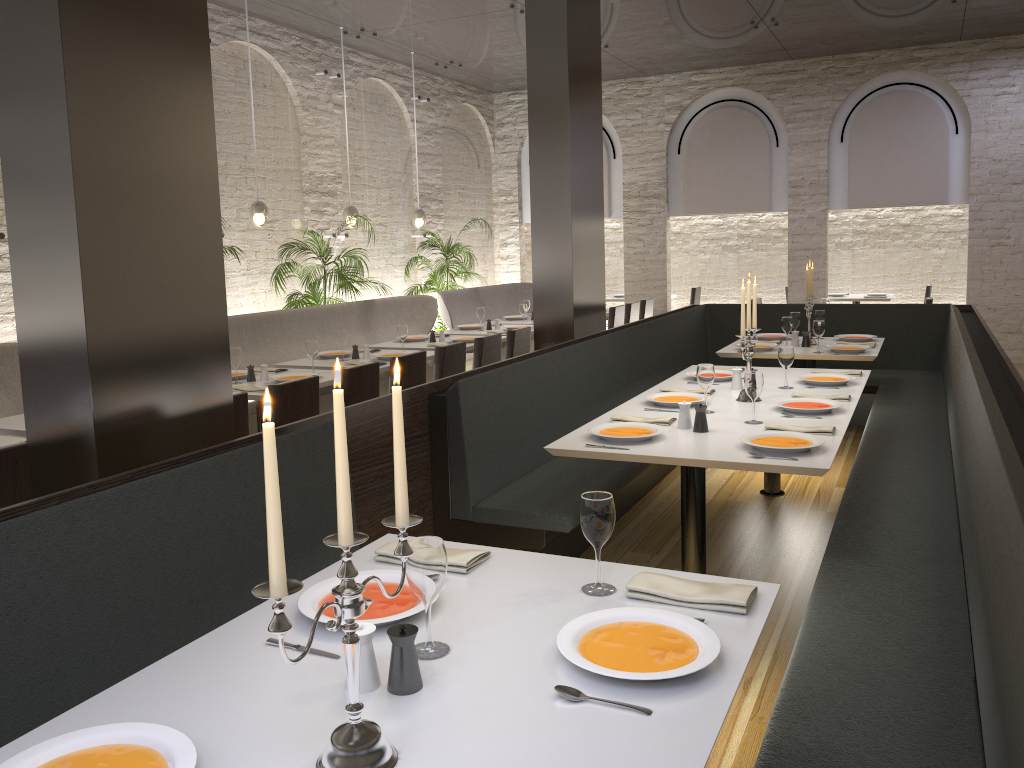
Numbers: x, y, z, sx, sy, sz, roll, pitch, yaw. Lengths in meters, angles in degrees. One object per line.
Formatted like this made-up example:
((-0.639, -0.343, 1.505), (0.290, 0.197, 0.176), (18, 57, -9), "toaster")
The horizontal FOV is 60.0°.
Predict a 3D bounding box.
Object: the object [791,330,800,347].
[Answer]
((2.152, -0.345, 6.731), (0.069, 0.126, 0.069), (-5, 8, -23), "object")

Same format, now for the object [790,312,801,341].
((2.258, -0.457, 7.063), (0.086, 0.230, 0.086), (-5, 8, -29), "object")

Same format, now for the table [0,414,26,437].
((-2.111, 0.525, 4.777), (0.936, 0.756, 1.015), (2, 9, 25), "table")

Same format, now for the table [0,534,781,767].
((-0.385, 1.021, 1.233), (1.101, 0.756, 2.550), (2, 9, 25), "table")

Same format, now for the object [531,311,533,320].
((0.238, -0.762, 9.820), (0.059, 0.109, 0.059), (-6, 8, -29), "object")

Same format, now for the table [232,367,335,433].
((-1.620, 0.349, 5.824), (0.936, 0.756, 1.015), (2, 9, 25), "table")

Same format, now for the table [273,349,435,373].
((-1.129, 0.173, 6.868), (0.936, 0.756, 1.015), (2, 9, 25), "table")

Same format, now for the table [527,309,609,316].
((0.786, -0.515, 10.944), (0.936, 0.756, 1.015), (2, 9, 25), "table")

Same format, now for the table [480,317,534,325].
((0.305, -0.342, 9.919), (0.936, 0.756, 1.015), (2, 9, 25), "table")

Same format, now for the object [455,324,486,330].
((-0.420, -0.576, 8.998), (0.322, 0.036, 0.322), (-6, 10, -27), "object")

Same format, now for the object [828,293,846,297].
((4.490, -1.235, 12.313), (0.322, 0.036, 0.323), (-7, 10, -29), "object")

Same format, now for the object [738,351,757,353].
((1.727, -0.230, 6.410), (0.185, 0.010, 0.017), (2, 9, 25), "object")

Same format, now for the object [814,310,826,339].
((2.488, -0.479, 7.161), (0.086, 0.230, 0.086), (-2, 7, -5), "object")

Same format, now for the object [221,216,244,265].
((-2.692, -0.414, 7.083), (1.191, 1.965, 1.148), (-6, 8, -34), "object")

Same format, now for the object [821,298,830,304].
((3.038, -0.716, 8.589), (0.086, 0.230, 0.087), (-6, 8, -35), "object")

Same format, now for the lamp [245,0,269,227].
((-2.313, -2.427, 7.912), (0.178, 2.031, 0.178), (-1, 7, 10), "lamp")

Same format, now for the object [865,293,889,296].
((4.976, -1.214, 12.084), (0.322, 0.036, 0.323), (-7, 10, -29), "object")

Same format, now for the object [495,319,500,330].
((-0.146, -0.599, 8.840), (0.059, 0.109, 0.059), (-6, 8, -29), "object")

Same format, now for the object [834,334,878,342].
((2.710, -0.360, 6.992), (0.322, 0.036, 0.323), (-4, 9, -16), "object")

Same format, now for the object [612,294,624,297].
((1.680, -1.353, 13.625), (0.322, 0.036, 0.323), (-7, 10, -29), "object")

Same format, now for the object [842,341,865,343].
((2.631, -0.325, 6.832), (0.181, 0.015, 0.038), (3, 10, 26), "object")

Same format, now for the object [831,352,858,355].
((2.315, -0.211, 6.160), (0.181, 0.015, 0.038), (3, 10, 26), "object")

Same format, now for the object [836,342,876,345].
((2.602, -0.304, 6.698), (0.273, 0.033, 0.143), (2, 10, 25), "object")

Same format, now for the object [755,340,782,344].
((1.981, -0.331, 6.995), (0.273, 0.033, 0.143), (2, 10, 25), "object")

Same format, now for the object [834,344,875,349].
((2.537, -0.280, 6.559), (0.273, 0.033, 0.143), (2, 10, 25), "object")

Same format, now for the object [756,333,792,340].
((2.136, -0.384, 7.262), (0.322, 0.036, 0.323), (2, 9, 21), "object")

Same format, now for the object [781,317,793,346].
((2.066, -0.388, 6.654), (0.086, 0.230, 0.086), (-5, 8, -29), "object")

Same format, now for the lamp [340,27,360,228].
((-1.715, -2.642, 9.186), (0.178, 2.031, 0.178), (-1, 6, 4), "lamp")

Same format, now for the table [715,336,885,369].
((2.252, 0.075, 6.845), (1.101, 0.756, 1.194), (2, 9, 25), "table")

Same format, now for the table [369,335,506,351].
((-0.634, -0.005, 7.921), (0.936, 0.756, 1.015), (2, 9, 25), "table")

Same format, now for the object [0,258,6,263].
((-3.584, -0.094, 5.184), (1.191, 1.965, 1.148), (-6, 8, -34), "object")

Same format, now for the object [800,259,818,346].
((2.269, -0.626, 6.761), (0.132, 0.654, 0.391), (3, 8, 36), "object")

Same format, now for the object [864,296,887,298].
((4.822, -1.153, 11.761), (0.273, 0.033, 0.143), (2, 10, 25), "object")

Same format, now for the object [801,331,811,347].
((2.215, -0.338, 6.676), (0.069, 0.126, 0.069), (-5, 8, -23), "object")

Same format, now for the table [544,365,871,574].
((1.172, 0.462, 4.546), (1.101, 0.756, 2.550), (2, 9, 25), "table")

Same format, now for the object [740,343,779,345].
((1.916, -0.308, 6.856), (0.273, 0.033, 0.143), (2, 10, 25), "object")

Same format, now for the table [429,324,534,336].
((-0.162, -0.174, 8.927), (0.936, 0.756, 1.015), (2, 9, 25), "table")

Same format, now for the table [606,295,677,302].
((1.938, -0.952, 13.554), (0.936, 0.756, 1.015), (2, 9, 25), "table")

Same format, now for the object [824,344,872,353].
((2.395, -0.246, 6.321), (0.321, 0.036, 0.323), (-2, 9, 1), "object")

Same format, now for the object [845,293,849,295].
((4.650, -1.279, 12.613), (0.273, 0.033, 0.143), (2, 10, 25), "object")

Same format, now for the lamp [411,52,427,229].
((-1.129, -2.852, 10.433), (0.178, 2.031, 0.178), (-1, 6, 4), "lamp")

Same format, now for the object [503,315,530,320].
((0.046, -0.743, 9.990), (0.322, 0.036, 0.322), (-6, 10, -27), "object")

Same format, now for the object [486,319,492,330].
((-0.229, -0.595, 8.828), (0.059, 0.109, 0.059), (-6, 8, -29), "object")

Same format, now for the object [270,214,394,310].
((-1.844, -0.719, 8.892), (1.146, 1.965, 1.192), (-5, 8, -24), "object")

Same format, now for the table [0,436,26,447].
((-2.590, 0.697, 3.759), (0.936, 0.756, 1.015), (2, 9, 25), "table")

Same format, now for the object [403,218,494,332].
((-0.789, -1.092, 11.100), (1.145, 1.965, 1.194), (-1, 7, 6), "object")

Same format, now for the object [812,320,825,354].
((2.176, -0.334, 6.287), (0.086, 0.230, 0.086), (-5, 8, -29), "object")

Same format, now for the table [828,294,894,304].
((4.748, -0.834, 12.242), (0.936, 0.756, 1.015), (2, 9, 25), "table")

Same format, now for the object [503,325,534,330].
((0.066, -0.555, 8.768), (0.322, 0.036, 0.322), (-6, 10, -27), "object")
